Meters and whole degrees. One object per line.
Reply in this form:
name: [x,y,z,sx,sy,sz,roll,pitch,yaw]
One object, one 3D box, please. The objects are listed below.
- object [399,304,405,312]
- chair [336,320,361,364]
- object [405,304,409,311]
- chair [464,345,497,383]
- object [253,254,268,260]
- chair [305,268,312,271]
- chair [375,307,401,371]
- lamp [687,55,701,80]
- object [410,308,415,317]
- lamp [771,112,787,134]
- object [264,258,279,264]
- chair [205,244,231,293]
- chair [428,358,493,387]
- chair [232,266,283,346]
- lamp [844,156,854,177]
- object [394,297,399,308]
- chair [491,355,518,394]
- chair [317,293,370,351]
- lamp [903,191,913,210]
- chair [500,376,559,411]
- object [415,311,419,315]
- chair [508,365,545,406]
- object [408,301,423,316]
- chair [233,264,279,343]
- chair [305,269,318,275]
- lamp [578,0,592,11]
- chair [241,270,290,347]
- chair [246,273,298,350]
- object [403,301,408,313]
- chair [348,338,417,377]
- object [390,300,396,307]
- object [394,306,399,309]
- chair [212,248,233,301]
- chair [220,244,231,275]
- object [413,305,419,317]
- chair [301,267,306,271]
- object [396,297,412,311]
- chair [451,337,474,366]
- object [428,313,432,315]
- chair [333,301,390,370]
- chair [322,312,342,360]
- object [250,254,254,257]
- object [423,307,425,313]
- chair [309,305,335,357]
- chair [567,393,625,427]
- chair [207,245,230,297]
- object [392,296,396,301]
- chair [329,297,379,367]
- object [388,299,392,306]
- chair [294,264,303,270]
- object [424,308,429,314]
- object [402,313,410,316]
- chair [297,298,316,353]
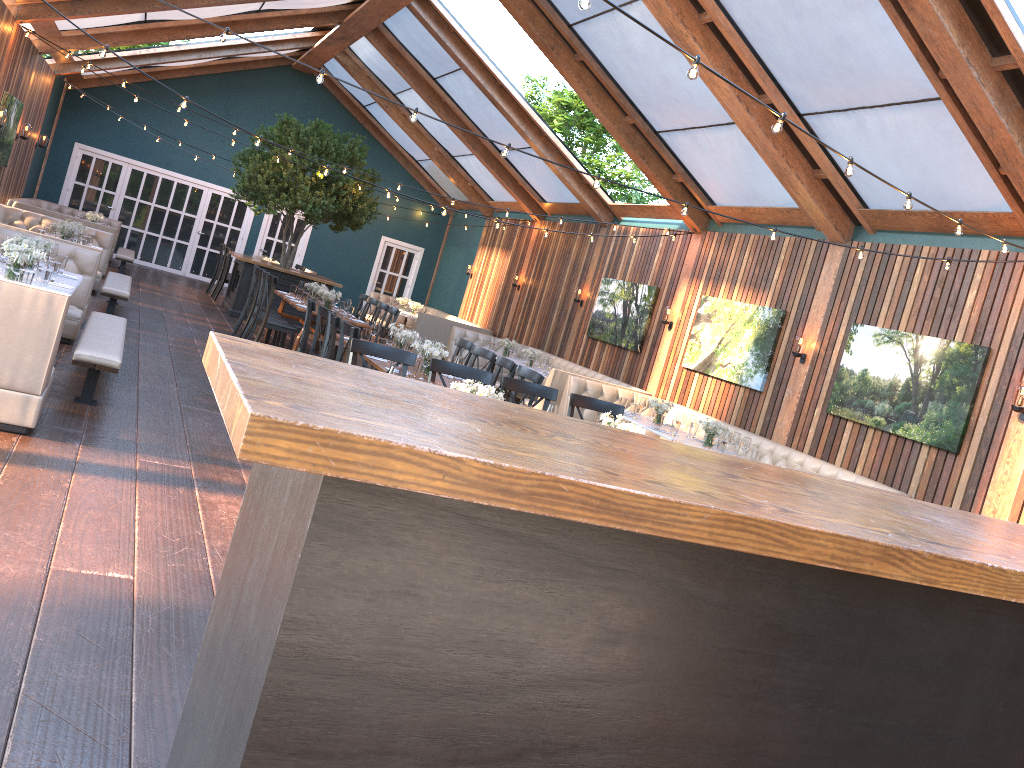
object: [-2.354,-1.621,18.894,0.091,0.158,0.093,14,3,-38]
chair: [-1.247,0.051,7.108,0.536,1.018,0.481,15,2,-24]
object: [-2.387,-1.736,20.024,0.091,0.158,0.093,14,3,-38]
chair: [-0.565,0.107,8.642,0.535,1.018,0.482,15,2,-29]
object: [-5.209,-2.540,18.337,0.327,0.309,0.339,15,4,-26]
chair: [-4.423,-1.877,17.866,0.536,1.018,0.481,15,2,-24]
chair: [-1.871,-0.565,11.766,0.536,1.018,0.481,15,2,-19]
lamp: [0.864,-1.496,4.180,0.056,0.121,0.056,16,2,1]
object: [-2.046,-1.464,18.167,0.091,0.158,0.093,14,3,-38]
lamp: [1.411,-1.384,4.684,0.056,0.120,0.057,16,2,-19]
object: [-4.755,-2.323,17.420,0.328,0.309,0.338,16,3,-9]
chair: [-5.781,-2.271,17.852,0.536,1.018,0.481,15,2,-19]
chair: [-0.417,0.396,6.003,0.474,1.018,0.544,15,2,-24]
chair: [-3.447,-1.070,12.263,0.535,1.018,0.482,15,2,-29]
lamp: [1.982,-1.270,5.176,0.057,0.120,0.056,17,2,22]
object: [-2.578,-1.806,19.698,0.093,0.244,0.092,17,2,18]
chair: [-0.351,0.217,8.131,0.536,1.018,0.481,15,2,-19]
chair: [-2.514,-0.895,13.302,0.536,1.018,0.481,15,2,-24]
lamp: [2.547,-1.171,5.669,0.057,0.120,0.056,17,2,26]
chair: [0.077,0.519,6.230,0.474,1.018,0.545,15,3,-29]
object: [-2.081,-1.579,19.292,0.091,0.158,0.093,14,3,-38]
chair: [-0.137,0.327,7.618,0.536,1.018,0.481,15,2,-24]
object: [-2.070,-1.609,18.805,0.338,0.309,0.328,17,4,18]
chair: [-3.629,-1.173,12.790,0.536,1.018,0.481,15,2,-19]
chair: [-4.219,-1.768,17.330,0.535,1.018,0.482,14,3,-41]
lamp: [0.312,-1.612,3.680,0.056,0.121,0.056,16,2,-6]
chair: [-3.211,-0.955,11.760,0.536,1.018,0.481,15,2,-21]
chair: [-2.997,-0.845,11.249,0.535,1.018,0.482,15,2,-29]
object: [-2.289,-1.656,18.988,0.093,0.244,0.092,17,2,23]
chair: [-0.910,0.273,5.777,0.474,1.018,0.545,15,3,-29]
object: [-2.642,-1.772,19.604,0.091,0.158,0.093,14,3,-38]
object: [-2.660,-1.750,20.090,0.156,0.019,0.257,14,6,-24]
chair: [-5.297,-2.037,16.853,0.536,1.018,0.481,15,2,-24]
chair: [-5.925,-2.364,18.396,0.536,1.018,0.481,16,2,-19]
object: [-1.982,-1.499,18.261,0.093,0.244,0.092,17,2,23]
chair: [-4.637,-1.987,18.378,0.536,1.018,0.481,15,2,-19]
object: [-2.401,-1.776,19.559,0.332,0.309,0.334,18,4,31]
chair: [-0.779,-0.004,9.155,0.536,1.018,0.481,15,2,-24]
object: [-1.712,-1.372,18.226,0.091,0.158,0.093,14,3,-38]
chair: [-2.086,-0.675,12.278,0.536,1.018,0.481,15,2,-24]
chair: [-1.467,-0.061,7.617,0.536,1.018,0.481,16,2,-19]
object: [-5.441,-2.586,18.464,0.093,0.244,0.092,17,2,18]
object: [-1.834,-1.479,18.510,0.093,0.244,0.092,17,2,23]
chair: [-1.653,-0.162,8.128,0.535,1.018,0.482,15,2,-28]
chair: [0.570,0.641,6.457,0.474,1.018,0.544,15,2,-24]
chair: [-5.554,-2.158,17.346,0.535,1.018,0.482,15,2,-29]
object: [-2.659,-1.851,19.924,0.093,0.244,0.092,17,2,18]
chair: [-2.300,-0.785,12.790,0.535,1.018,0.482,15,2,-29]
object: [-2.762,-1.841,19.979,0.091,0.158,0.093,14,3,-38]
chair: [-4.851,-2.097,18.890,0.535,1.018,0.482,15,2,-29]
object: [-1.791,-1.445,18.279,0.093,0.244,0.092,17,2,23]
object: [-2.170,-1.439,18.294,0.253,0.019,0.159,14,6,-24]
chair: [-1.895,-0.280,8.635,0.537,1.018,0.481,16,2,-17]
